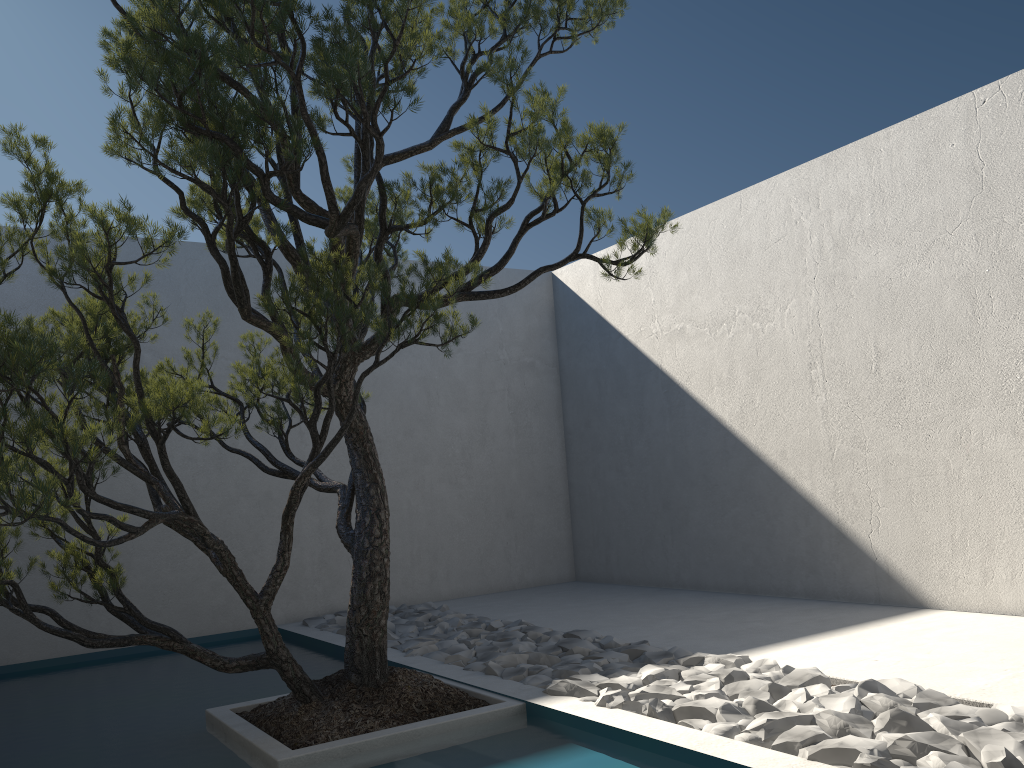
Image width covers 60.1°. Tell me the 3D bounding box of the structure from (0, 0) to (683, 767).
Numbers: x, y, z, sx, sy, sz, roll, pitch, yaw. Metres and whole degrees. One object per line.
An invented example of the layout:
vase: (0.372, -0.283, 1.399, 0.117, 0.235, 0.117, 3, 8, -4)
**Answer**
structure: (-0.875, -0.170, 3.383, 2.585, 3.455, 2.534, -1, -5, -39)
